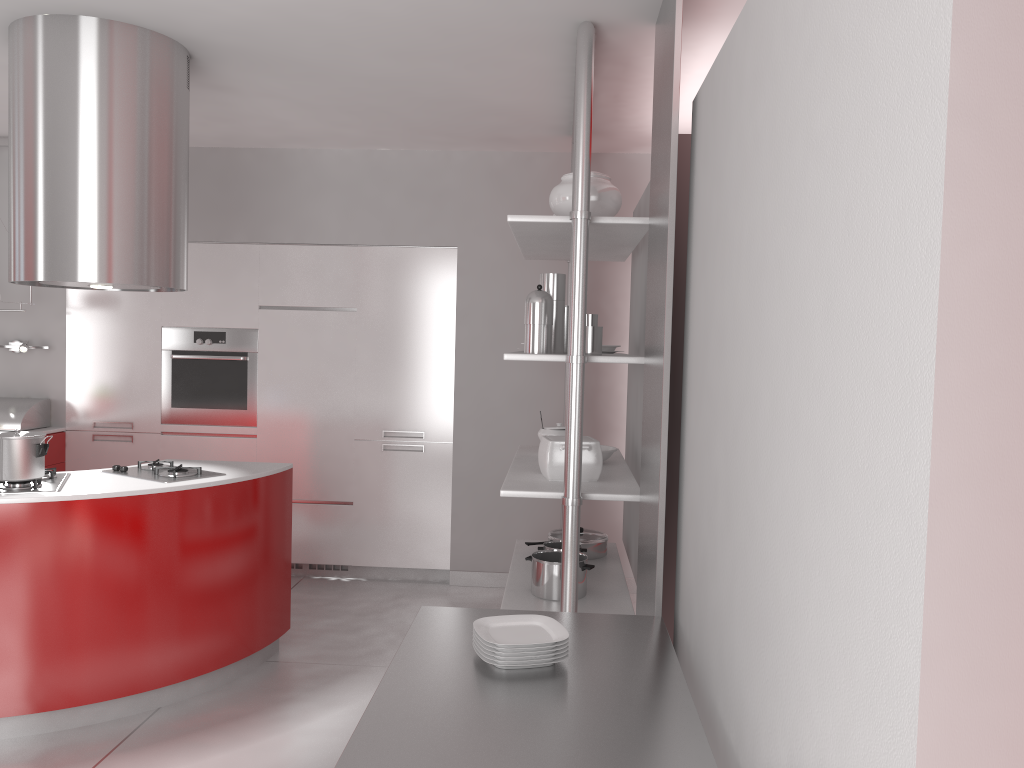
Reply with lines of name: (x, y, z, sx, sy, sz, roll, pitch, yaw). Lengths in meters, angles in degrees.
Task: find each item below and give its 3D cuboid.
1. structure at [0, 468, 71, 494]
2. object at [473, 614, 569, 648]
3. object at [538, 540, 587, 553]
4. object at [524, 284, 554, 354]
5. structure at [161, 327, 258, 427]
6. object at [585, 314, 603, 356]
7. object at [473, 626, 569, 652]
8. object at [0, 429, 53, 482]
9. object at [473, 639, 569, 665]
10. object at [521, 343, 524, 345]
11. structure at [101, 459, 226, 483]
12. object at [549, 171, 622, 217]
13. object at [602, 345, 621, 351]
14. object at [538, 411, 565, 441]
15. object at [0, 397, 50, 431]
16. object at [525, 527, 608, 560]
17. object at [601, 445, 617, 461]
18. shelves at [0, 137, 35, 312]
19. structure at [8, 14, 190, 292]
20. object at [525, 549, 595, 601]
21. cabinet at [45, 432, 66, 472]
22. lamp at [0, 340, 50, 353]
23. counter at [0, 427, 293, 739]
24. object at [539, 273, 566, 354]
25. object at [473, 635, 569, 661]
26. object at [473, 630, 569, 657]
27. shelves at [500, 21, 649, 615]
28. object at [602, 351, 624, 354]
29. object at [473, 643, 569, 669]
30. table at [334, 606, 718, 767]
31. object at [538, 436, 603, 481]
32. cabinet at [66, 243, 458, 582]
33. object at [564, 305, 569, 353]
structure: (-1.883, 0.366, 3.412, 0.303, 0.037, 0.457, 0, 3, -22)
object: (0.021, 0.627, 2.234, 0.228, 0.020, 0.228, 1, 3, -15)
object: (0.235, 0.813, 4.152, 0.196, 0.122, 0.182, -1, 3, -39)
object: (0.106, -0.258, 3.520, 0.115, 0.274, 0.115, 1, 3, -4)
structure: (-1.842, -0.042, 5.382, 0.599, 0.589, 0.050, 2, 3, 3)
object: (0.286, -0.190, 3.420, 0.127, 0.157, 0.127, 2, 3, 13)
object: (0.021, 0.637, 2.234, 0.228, 0.020, 0.228, 1, 3, -15)
object: (-1.847, 0.261, 3.314, 0.218, 0.185, 0.189, 0, 3, -35)
object: (0.020, 0.667, 2.236, 0.228, 0.020, 0.228, 1, 3, -15)
object: (0.164, -0.169, 4.179, 0.244, 0.042, 0.244, 1, 3, -12)
structure: (-1.476, 0.361, 3.758, 0.457, 0.037, 0.303, 3, 3, 33)
object: (0.291, -0.736, 3.506, 0.287, 0.222, 0.287, -1, 4, -43)
object: (0.409, -0.170, 4.336, 0.244, 0.042, 0.244, 1, 3, -5)
object: (0.225, 0.244, 4.424, 0.192, 0.214, 0.192, 1, 3, -10)
object: (-3.046, 0.176, 5.310, 0.400, 0.170, 0.300, 2, 3, 3)
object: (0.286, 0.793, 4.516, 0.407, 0.130, 0.308, 2, 3, 11)
object: (0.355, 0.332, 4.140, 0.272, 0.072, 0.272, 0, 3, -33)
shelves: (-3.069, -0.921, 4.785, 0.462, 1.023, 0.934, 2, 3, 3)
structure: (-1.621, -0.858, 3.507, 0.644, 0.958, 0.644, 0, 3, -31)
object: (0.201, 0.811, 3.770, 0.259, 0.161, 0.240, 1, 3, -14)
cabinet: (-2.526, 0.729, 4.444, 1.025, 0.761, 1.875, -1, 4, -42)
lamp: (-3.046, -0.226, 5.377, 0.454, 0.081, 0.155, 2, 3, 3)
counter: (-2.584, 0.771, 4.179, 2.865, 0.880, 1.868, 4, 3, 37)
object: (0.165, -0.291, 3.690, 0.110, 0.329, 0.109, 2, 3, 1)
object: (0.020, 0.657, 2.235, 0.228, 0.020, 0.228, 1, 3, -15)
object: (0.020, 0.647, 2.235, 0.228, 0.020, 0.228, 1, 3, -15)
shelves: (0.274, -0.006, 4.008, 0.535, 2.599, 1.735, 2, 3, 3)
object: (0.409, -0.156, 4.337, 0.280, 0.015, 0.280, 4, 3, 40)
object: (0.019, 0.678, 2.236, 0.228, 0.020, 0.228, 1, 3, -15)
table: (0.029, 1.048, 1.838, 0.749, 0.682, 1.627, 2, 3, 4)
object: (0.238, 0.289, 3.661, 0.235, 0.197, 0.282, 1, 3, -7)
cabinet: (-1.531, 0.156, 5.691, 2.398, 2.026, 0.614, 2, 3, 3)
object: (0.218, -0.238, 3.892, 0.172, 0.205, 0.184, 2, 3, 8)
